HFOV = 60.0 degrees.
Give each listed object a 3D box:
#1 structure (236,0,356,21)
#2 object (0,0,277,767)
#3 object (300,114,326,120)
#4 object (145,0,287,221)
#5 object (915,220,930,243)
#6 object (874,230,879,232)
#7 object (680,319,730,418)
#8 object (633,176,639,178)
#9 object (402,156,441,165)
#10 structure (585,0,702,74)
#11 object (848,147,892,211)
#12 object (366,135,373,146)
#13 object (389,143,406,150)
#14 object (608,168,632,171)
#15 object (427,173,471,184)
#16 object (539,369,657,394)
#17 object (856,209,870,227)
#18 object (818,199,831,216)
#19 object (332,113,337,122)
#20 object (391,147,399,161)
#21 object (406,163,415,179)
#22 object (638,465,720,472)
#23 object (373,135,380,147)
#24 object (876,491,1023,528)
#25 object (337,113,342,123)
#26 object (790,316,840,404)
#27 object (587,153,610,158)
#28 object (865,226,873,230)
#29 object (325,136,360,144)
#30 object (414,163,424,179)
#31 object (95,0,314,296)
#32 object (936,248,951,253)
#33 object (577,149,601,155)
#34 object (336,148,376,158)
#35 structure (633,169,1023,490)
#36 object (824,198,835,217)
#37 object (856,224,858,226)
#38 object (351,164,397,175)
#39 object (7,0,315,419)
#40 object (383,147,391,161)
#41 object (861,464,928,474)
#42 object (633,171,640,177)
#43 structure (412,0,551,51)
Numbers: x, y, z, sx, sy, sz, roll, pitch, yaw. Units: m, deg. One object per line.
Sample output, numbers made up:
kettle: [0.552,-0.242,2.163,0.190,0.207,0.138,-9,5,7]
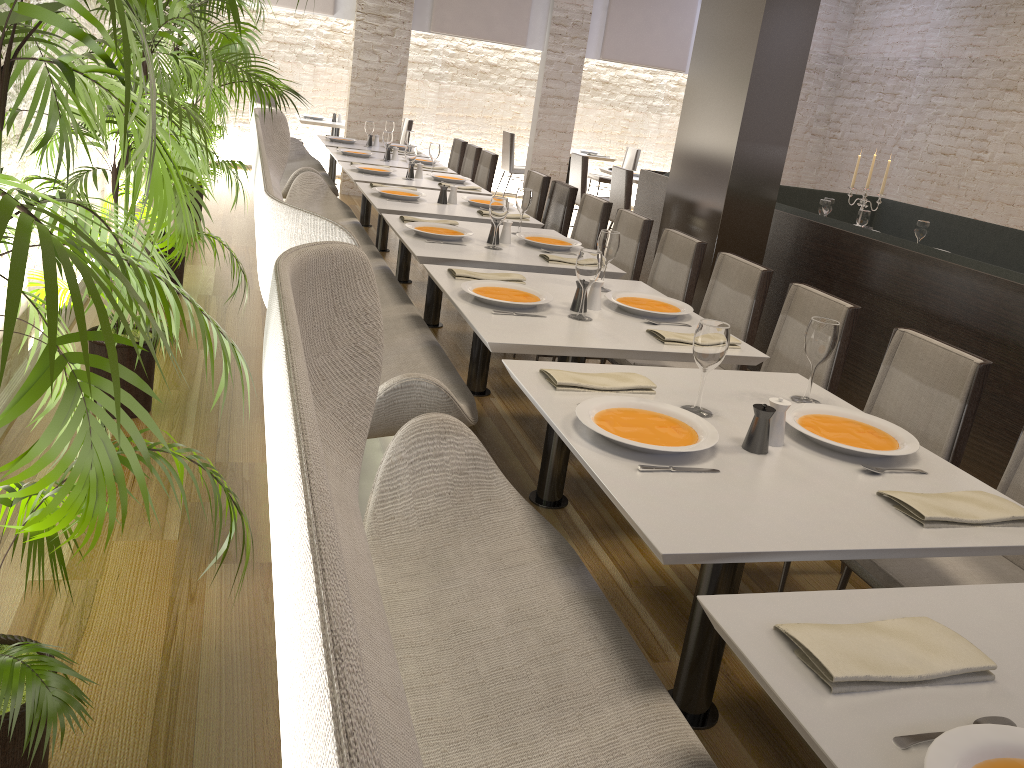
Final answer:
structure: [-2.432,-4.900,9.485,1.632,1.656,0.099,3,17,-18]
object: [-0.808,-0.070,1.380,1.147,1.953,1.200,12,17,12]
object: [-2.428,-3.256,10.833,0.322,0.036,0.324,14,19,16]
object: [-2.597,-2.340,7.388,1.147,1.953,1.200,-4,21,-36]
object: [2.753,-0.987,5.987,0.086,0.228,0.087,13,17,17]
object: [2.681,-1.183,6.854,0.323,0.036,0.323,18,21,28]
object: [0.473,-0.039,2.163,0.087,0.228,0.087,15,18,22]
object: [1.317,-2.129,9.124,0.185,0.010,0.017,2,19,-18]
object: [-0.754,-1.850,7.357,0.322,0.036,0.324,14,19,18]
structure: [1.738,-4.738,10.810,1.632,1.656,0.099,3,17,-18]
object: [2.531,-1.363,6.343,0.131,0.649,0.395,6,17,-8]
object: [-1.322,-2.268,8.237,0.059,0.108,0.060,13,18,16]
object: [-1.066,-2.243,8.397,0.322,0.036,0.324,14,19,18]
object: [1.195,-2.313,9.609,0.272,0.032,0.144,2,19,-18]
object: [-0.452,-1.470,6.351,0.322,0.036,0.324,14,19,18]
object: [0.222,-0.010,2.302,0.272,0.032,0.144,2,19,-18]
object: [2.430,-1.095,6.172,0.086,0.228,0.087,13,17,17]
object: [2.306,-1.252,6.586,0.086,0.228,0.087,13,17,17]
object: [-2.172,-3.260,10.834,0.059,0.108,0.060,3,17,-16]
object: [-0.955,-1.888,7.260,0.059,0.108,0.060,13,18,16]
object: [-0.707,-1.495,6.191,0.059,0.108,0.060,13,18,16]
object: [0.344,0.173,1.817,0.185,0.010,0.017,2,19,-18]
object: [-1.267,-2.281,8.300,0.059,0.108,0.060,13,18,16]
object: [0.907,0.251,1.818,0.272,0.032,0.144,2,19,-18]
object: [-2.117,-3.274,10.897,0.059,0.108,0.060,3,17,-16]
object: [0.814,-0.060,2.375,0.087,0.228,0.087,15,18,22]
object: [1.132,-2.990,11.605,0.272,0.032,0.144,2,19,-18]
object: [2.522,-1.064,6.296,0.069,0.125,0.069,15,18,22]
object: [-1.578,-2.264,8.236,0.322,0.036,0.324,14,19,18]
object: [-0.653,-1.508,6.254,0.059,0.108,0.060,13,18,16]
object: [-1.938,-1.491,5.137,1.192,1.953,1.154,15,18,21]
object: [2.885,-0.925,6.173,0.322,0.036,0.324,-8,24,-40]
object: [1.036,-3.120,11.932,0.322,0.036,0.324,14,19,16]
object: [-1.266,-1.871,7.196,0.322,0.036,0.324,14,19,18]
structure: [3.567,0.616,2.724,2.370,0.989,10.878,2,19,-18]
object: [2.414,-1.310,6.808,0.087,0.228,0.087,23,22,39]
object: [2.439,-1.075,6.294,0.069,0.125,0.069,15,18,22]
object: [-0.964,-1.491,6.191,0.322,0.036,0.324,14,19,18]
object: [-1.386,-0.798,3.305,1.147,1.953,1.200,12,17,12]
object: [-1.009,-1.875,7.197,0.059,0.108,0.060,13,18,16]
object: [0.856,0.191,1.978,0.181,0.015,0.039,3,19,-16]
object: [1.273,-2.202,9.290,0.323,0.036,0.324,18,20,26]
structure: [-0.280,-4.816,10.169,1.632,1.656,0.099,3,17,-18]
